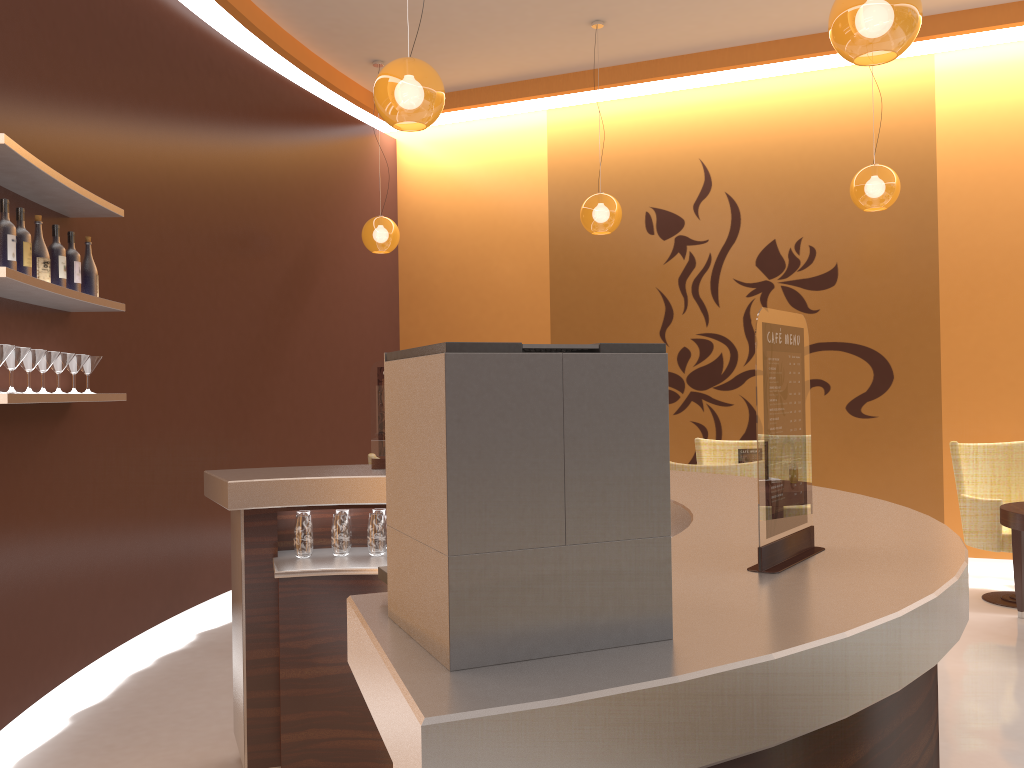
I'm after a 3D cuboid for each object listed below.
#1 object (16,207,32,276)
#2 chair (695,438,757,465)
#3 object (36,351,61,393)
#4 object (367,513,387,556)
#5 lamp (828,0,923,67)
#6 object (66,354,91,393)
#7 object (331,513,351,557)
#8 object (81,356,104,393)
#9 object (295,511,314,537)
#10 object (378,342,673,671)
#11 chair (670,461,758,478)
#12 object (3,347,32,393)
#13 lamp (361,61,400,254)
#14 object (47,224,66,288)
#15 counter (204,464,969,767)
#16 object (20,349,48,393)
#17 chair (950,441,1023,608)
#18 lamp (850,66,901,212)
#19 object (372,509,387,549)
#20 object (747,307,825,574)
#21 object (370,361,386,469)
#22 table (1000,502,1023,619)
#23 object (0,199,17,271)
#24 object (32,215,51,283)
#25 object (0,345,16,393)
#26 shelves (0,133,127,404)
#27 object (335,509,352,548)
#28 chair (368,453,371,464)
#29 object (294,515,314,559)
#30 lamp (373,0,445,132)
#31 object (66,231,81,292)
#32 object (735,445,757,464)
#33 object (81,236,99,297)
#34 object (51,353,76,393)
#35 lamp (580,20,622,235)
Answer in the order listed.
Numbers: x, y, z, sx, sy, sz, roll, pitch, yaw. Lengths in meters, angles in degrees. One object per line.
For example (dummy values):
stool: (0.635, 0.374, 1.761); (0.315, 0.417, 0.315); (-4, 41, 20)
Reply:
object: (-1.891, -0.529, 3.415); (0.073, 0.297, 0.073); (-1, -1, 20)
chair: (1.714, 0.906, 6.455); (0.729, 1.017, 0.685); (-1, -1, 10)
object: (-1.917, -0.044, 3.625); (0.137, 0.174, 0.137); (-1, 0, -3)
object: (-0.473, 0.528, 3.107); (0.067, 0.148, 0.067); (-1, -1, 30)
lamp: (1.226, -1.858, 3.030); (0.299, 1.500, 0.299); (-1, 0, 0)
object: (-1.943, -0.041, 3.934); (0.137, 0.174, 0.137); (-1, -1, -43)
object: (-0.600, 0.530, 3.110); (0.067, 0.148, 0.067); (-1, -1, 27)
object: (-1.956, -0.039, 4.089); (0.137, 0.174, 0.137); (-1, 0, -3)
object: (-0.751, 0.534, 3.200); (0.067, 0.148, 0.067); (-1, -1, 21)
object: (-0.014, 0.127, 1.138); (0.270, 0.340, 0.373); (-1, -1, -23)
chair: (1.187, 0.901, 4.945); (0.729, 1.017, 0.685); (-1, -1, 39)
object: (-1.878, -0.049, 3.327); (0.137, 0.174, 0.137); (-1, 0, -3)
lamp: (-1.044, -1.785, 6.985); (0.299, 1.500, 0.299); (-1, -1, 22)
object: (-1.931, -0.526, 3.758); (0.073, 0.297, 0.073); (-1, -1, -30)
counter: (0.100, 0.856, 2.420); (1.586, 1.100, 2.917); (-1, -1, -23)
object: (-1.896, -0.046, 3.479); (0.137, 0.174, 0.137); (-1, 0, -3)
chair: (3.249, 0.873, 5.699); (0.729, 1.017, 0.685); (-1, -1, -10)
lamp: (2.287, -1.853, 5.621); (0.299, 1.500, 0.299); (-1, -1, -43)
object: (-0.481, 0.529, 3.220); (0.067, 0.148, 0.067); (-1, 0, -1)
object: (0.457, 0.085, 1.480); (0.052, 0.414, 0.258); (-1, -1, 36)
object: (-0.414, 0.117, 3.418); (0.258, 0.414, 0.052); (-1, -1, -9)
table: (3.195, 1.036, 4.886); (0.872, 0.679, 0.874); (-1, -1, -31)
object: (-1.864, -0.531, 3.261); (0.073, 0.297, 0.073); (-1, -1, -30)
object: (-1.922, -0.532, 3.599); (0.086, 0.303, 0.086); (-1, -1, 6)
object: (-1.851, -0.051, 3.174); (0.137, 0.174, 0.137); (-1, -1, -13)
shelves: (-1.294, -0.400, 1.934); (0.586, 0.902, 4.744); (-1, -1, -21)
object: (-0.615, 0.531, 3.223); (0.067, 0.148, 0.067); (-1, -1, 27)
chair: (-0.500, 0.935, 5.543); (0.729, 1.017, 0.685); (-1, -1, 19)
object: (-0.726, 0.532, 3.089); (0.067, 0.148, 0.067); (-1, -1, -42)
lamp: (-0.439, -1.824, 3.712); (0.299, 1.500, 0.299); (-1, -1, 40)
object: (-1.944, -0.524, 3.916); (0.073, 0.297, 0.073); (-1, -1, -30)
object: (0.645, 0.582, 6.035); (2.090, 0.335, 0.187); (-1, -1, 19)
object: (-1.955, -0.527, 4.092); (0.086, 0.303, 0.086); (-1, -1, 37)
object: (-1.932, -0.043, 3.778); (0.137, 0.174, 0.137); (-1, 0, -3)
lamp: (0.622, -1.819, 6.303); (0.299, 1.500, 0.299); (-1, -1, -25)
